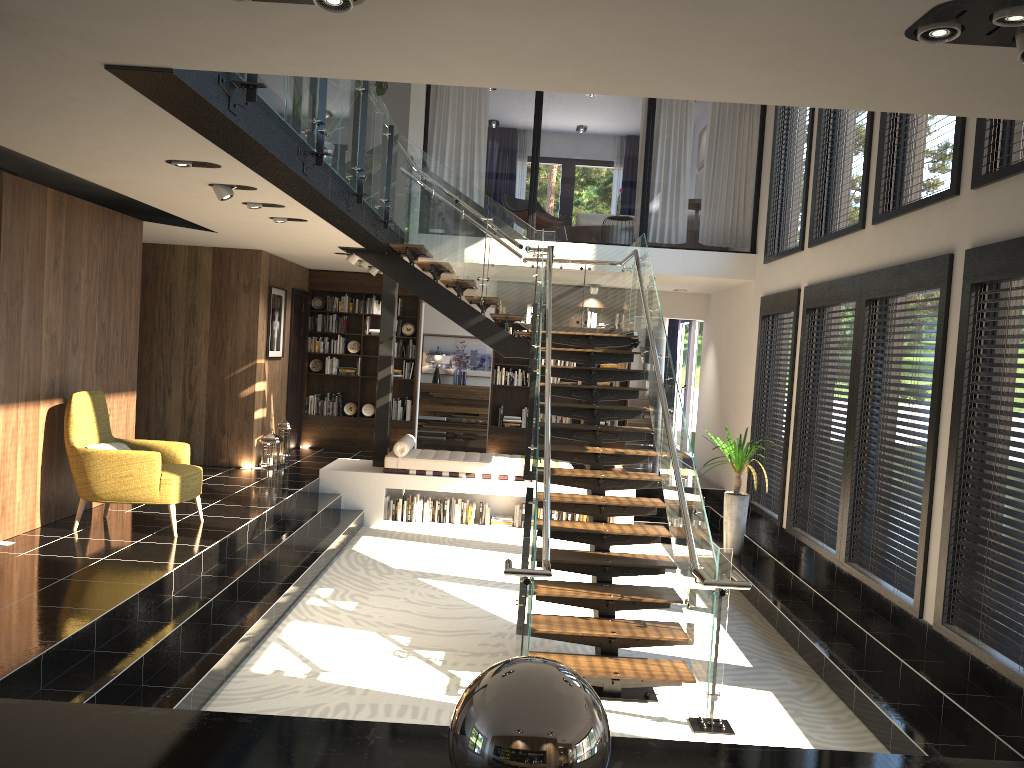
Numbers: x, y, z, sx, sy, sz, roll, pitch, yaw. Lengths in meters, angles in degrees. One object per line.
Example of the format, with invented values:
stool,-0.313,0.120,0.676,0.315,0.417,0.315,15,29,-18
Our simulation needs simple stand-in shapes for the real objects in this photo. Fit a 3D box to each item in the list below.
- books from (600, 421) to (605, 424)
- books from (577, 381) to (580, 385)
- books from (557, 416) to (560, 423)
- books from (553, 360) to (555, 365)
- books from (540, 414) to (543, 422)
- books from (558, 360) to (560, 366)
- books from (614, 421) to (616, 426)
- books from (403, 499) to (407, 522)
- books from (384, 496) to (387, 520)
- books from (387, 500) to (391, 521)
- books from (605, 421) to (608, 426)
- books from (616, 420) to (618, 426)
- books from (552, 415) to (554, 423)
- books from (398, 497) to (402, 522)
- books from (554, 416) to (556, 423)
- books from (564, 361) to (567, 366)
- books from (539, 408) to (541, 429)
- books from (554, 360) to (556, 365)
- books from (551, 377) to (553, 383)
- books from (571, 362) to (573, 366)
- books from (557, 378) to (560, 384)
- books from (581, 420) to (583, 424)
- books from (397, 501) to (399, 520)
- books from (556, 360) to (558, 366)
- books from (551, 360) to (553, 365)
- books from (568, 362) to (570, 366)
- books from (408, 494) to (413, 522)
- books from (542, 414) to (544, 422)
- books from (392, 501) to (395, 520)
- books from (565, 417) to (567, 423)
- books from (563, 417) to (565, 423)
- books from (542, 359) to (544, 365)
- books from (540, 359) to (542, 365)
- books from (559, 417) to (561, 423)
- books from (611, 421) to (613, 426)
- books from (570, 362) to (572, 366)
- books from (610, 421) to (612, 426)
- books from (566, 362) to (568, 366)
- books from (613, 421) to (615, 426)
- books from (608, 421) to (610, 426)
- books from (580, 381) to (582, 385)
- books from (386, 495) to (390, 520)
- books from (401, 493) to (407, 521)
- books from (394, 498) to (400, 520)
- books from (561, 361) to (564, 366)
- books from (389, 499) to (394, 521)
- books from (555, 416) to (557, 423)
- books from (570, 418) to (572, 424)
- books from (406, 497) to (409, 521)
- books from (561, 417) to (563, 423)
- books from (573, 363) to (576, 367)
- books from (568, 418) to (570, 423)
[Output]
books,1.274,0.586,13.489,0.288,0.030,0.175,4,2,4
books,1.016,-0.049,13.473,0.026,0.263,0.156,4,3,0
books,0.700,0.569,13.489,0.034,0.255,0.194,4,3,0
books,0.632,-0.360,13.474,0.026,0.201,0.146,4,3,0
books,0.446,0.550,13.487,0.030,0.262,0.173,4,3,0
books,0.711,-0.369,13.445,0.028,0.231,0.166,4,3,0
books,1.560,0.623,13.486,0.023,0.254,0.191,4,3,0
books,-1.285,1.525,10.714,0.027,0.254,0.204,4,3,0
books,-1.528,1.500,10.757,0.025,0.270,0.156,4,3,0
books,-1.480,1.525,10.727,0.024,0.229,0.171,4,3,0
books,1.435,0.618,13.484,0.026,0.247,0.149,4,3,0
books,1.584,0.614,13.478,0.025,0.274,0.204,4,3,0
books,0.615,0.564,13.476,0.025,0.255,0.202,4,3,0
books,-1.344,1.512,10.723,0.035,0.273,0.200,4,3,0
books,0.645,0.540,13.494,0.032,0.306,0.155,4,3,0
books,0.810,-0.381,13.459,0.032,0.265,0.149,4,3,0
books,0.415,0.523,13.476,0.035,0.312,0.160,4,3,0
books,0.655,-0.361,13.471,0.020,0.206,0.147,4,3,0
books,0.595,-0.052,13.435,0.023,0.218,0.195,4,2,0
books,0.917,-0.352,13.471,0.024,0.220,0.148,4,3,0
books,0.708,-0.067,13.472,0.067,0.261,0.159,4,3,0
books,1.060,0.586,13.501,0.024,0.264,0.174,4,3,0
books,-1.372,1.533,10.755,0.020,0.225,0.156,4,3,0
books,0.682,-0.378,13.457,0.030,0.244,0.142,4,3,0
books,0.607,-0.389,13.452,0.028,0.258,0.208,4,3,0
books,0.863,-0.339,13.465,0.024,0.187,0.148,4,3,0
books,-1.227,1.494,10.717,0.030,0.322,0.202,4,3,0
books,0.474,0.545,13.505,0.025,0.275,0.150,4,3,0
books,-1.427,1.536,10.759,0.029,0.211,0.130,4,3,0
books,0.811,0.579,13.478,0.028,0.250,0.161,4,3,0
books,0.787,0.554,13.490,0.025,0.294,0.177,4,3,0
books,0.474,-0.405,13.470,0.031,0.272,0.158,4,3,0
books,0.442,-0.385,13.474,0.030,0.228,0.176,4,3,0
books,0.731,0.573,13.492,0.029,0.250,0.142,4,3,0
books,1.516,0.613,13.497,0.023,0.267,0.147,4,3,0
books,0.890,-0.348,13.491,0.030,0.208,0.119,4,3,0
books,1.492,0.590,13.486,0.027,0.311,0.148,4,3,0
books,0.837,-0.336,13.455,0.027,0.179,0.163,4,2,0
books,1.537,0.631,13.495,0.022,0.234,0.178,4,3,0
books,1.465,0.581,13.484,0.030,0.326,0.194,4,3,0
books,1.046,-0.032,13.484,0.037,0.232,0.231,4,2,0
books,-1.503,1.495,10.741,0.024,0.286,0.130,4,3,0
books,-1.310,1.492,10.749,0.029,0.314,0.163,4,3,0
books,-1.396,1.515,10.761,0.030,0.256,0.145,4,3,0
books,0.768,-0.337,13.470,0.047,0.171,0.167,4,2,0
books,-1.454,1.521,10.730,0.027,0.241,0.149,4,3,0
books,0.671,0.572,13.483,0.023,0.246,0.148,4,3,0
books,0.890,0.554,13.507,0.022,0.307,0.131,4,3,0
books,-1.257,1.513,10.746,0.028,0.279,0.120,4,3,0
books,0.760,0.560,13.484,0.028,0.280,0.154,4,3,0
books,0.952,-0.350,13.473,0.046,0.219,0.144,4,3,0
books,0.863,0.593,13.498,0.026,0.227,0.129,4,3,0
